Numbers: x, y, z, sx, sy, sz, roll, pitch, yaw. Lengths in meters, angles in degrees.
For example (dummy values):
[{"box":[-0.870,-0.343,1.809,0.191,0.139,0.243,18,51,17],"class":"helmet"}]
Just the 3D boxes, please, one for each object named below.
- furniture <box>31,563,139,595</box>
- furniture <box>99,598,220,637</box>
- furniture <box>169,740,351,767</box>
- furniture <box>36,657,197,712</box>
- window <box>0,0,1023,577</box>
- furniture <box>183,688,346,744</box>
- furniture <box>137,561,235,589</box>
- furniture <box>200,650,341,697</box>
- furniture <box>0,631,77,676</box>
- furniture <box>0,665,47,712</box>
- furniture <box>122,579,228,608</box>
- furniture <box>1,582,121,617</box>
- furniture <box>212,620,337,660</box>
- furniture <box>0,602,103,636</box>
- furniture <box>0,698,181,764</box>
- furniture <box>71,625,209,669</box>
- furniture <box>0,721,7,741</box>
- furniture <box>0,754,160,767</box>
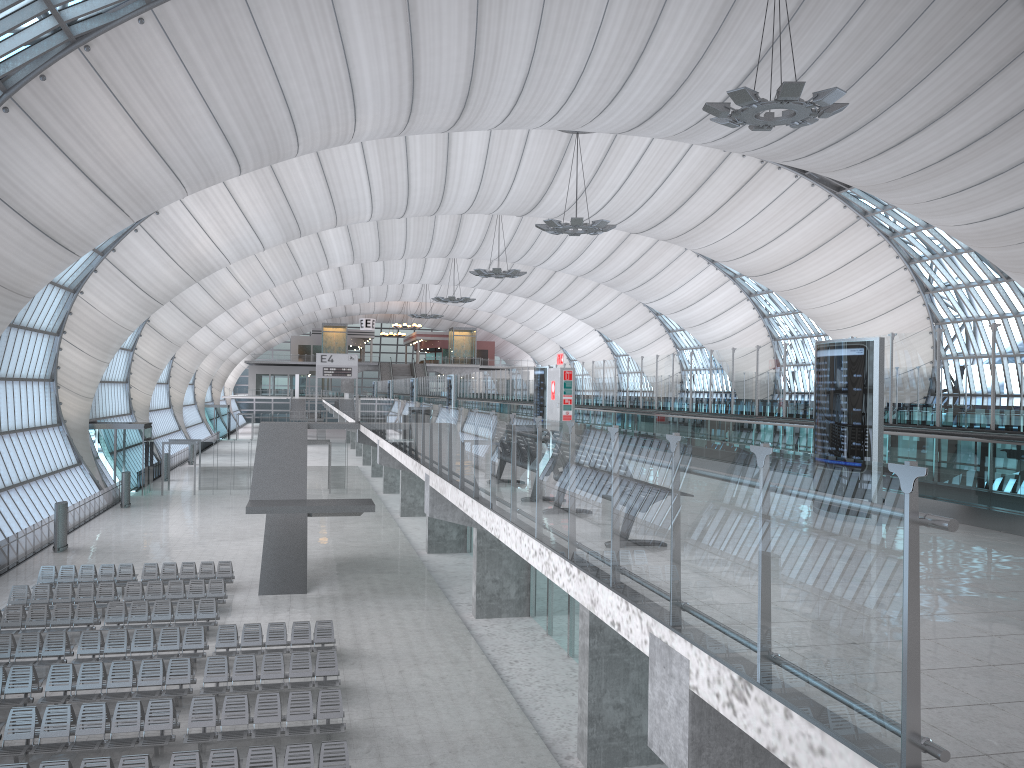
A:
[{"box":[-12.686,5.858,26.480,2.705,0.913,1.572,1,0,-13],"class":"furniture"},{"box":[-8.782,5.886,22.266,2.705,0.913,1.572,1,0,-13],"class":"furniture"},{"box":[-3.769,5.895,13.296,2.705,0.913,1.572,1,0,-13],"class":"furniture"},{"box":[-7.630,5.866,17.327,2.705,0.913,1.572,1,0,-13],"class":"furniture"},{"box":[-5.295,-3.028,79.692,50.537,20.004,167.818,1,0,-13],"class":"window"},{"box":[-4.314,5.904,15.634,2.705,0.913,1.572,1,0,-13],"class":"furniture"},{"box":[-9.915,5.906,27.126,2.705,0.913,1.572,1,0,-13],"class":"furniture"},{"box":[-4.859,5.914,17.973,2.705,0.913,1.572,1,0,-13],"class":"furniture"},{"box":[-10.946,5.827,19.019,2.705,0.913,1.572,1,0,-13],"class":"furniture"},{"box":[-10.401,5.817,16.681,2.705,0.913,1.572,1,0,-13],"class":"furniture"},{"box":[-9.315,5.896,24.554,2.705,0.913,1.572,1,0,-13],"class":"furniture"},{"box":[-12.086,5.847,23.908,2.705,0.913,1.572,1,0,-13],"class":"furniture"},{"box":[-5.405,5.924,20.311,2.705,0.913,1.572,1,0,-13],"class":"furniture"},{"box":[-11.553,5.838,21.620,2.705,0.913,1.572,1,0,-13],"class":"furniture"},{"box":[-7.085,5.856,14.988,2.705,0.913,1.572,1,0,-13],"class":"furniture"},{"box":[-8.175,5.875,19.665,2.705,0.913,1.572,1,0,-13],"class":"furniture"},{"box":[-9.856,5.807,14.342,2.705,0.913,1.572,1,0,-13],"class":"furniture"},{"box":[-6.539,5.846,12.650,2.705,0.913,1.572,1,0,-13],"class":"furniture"}]
